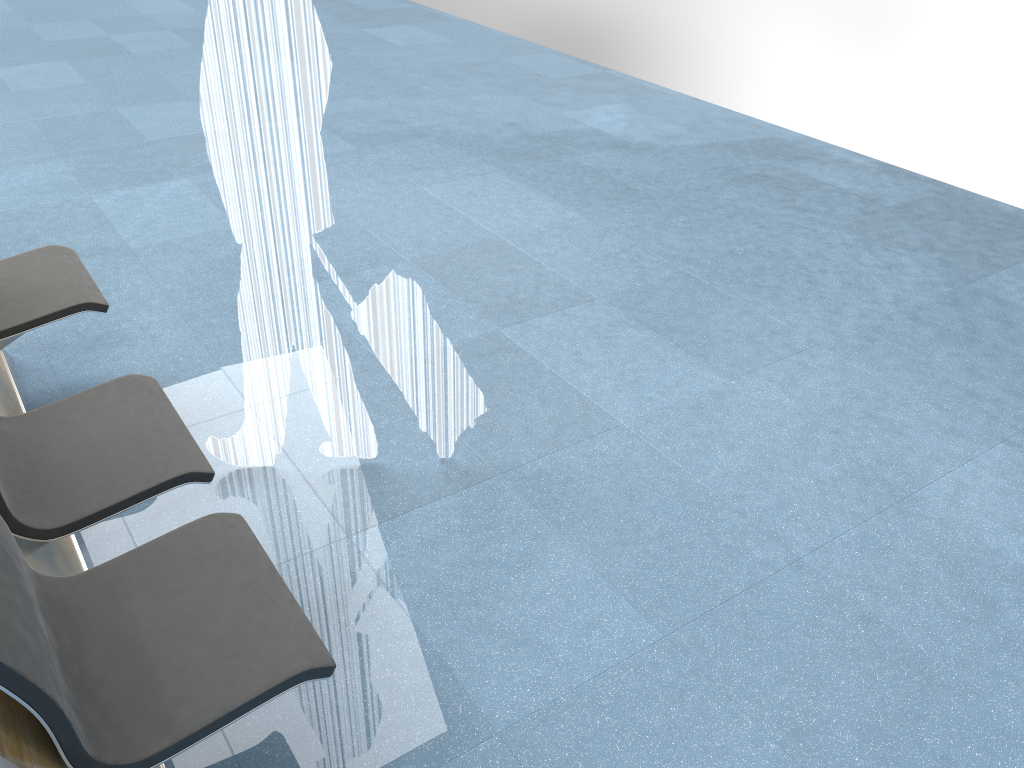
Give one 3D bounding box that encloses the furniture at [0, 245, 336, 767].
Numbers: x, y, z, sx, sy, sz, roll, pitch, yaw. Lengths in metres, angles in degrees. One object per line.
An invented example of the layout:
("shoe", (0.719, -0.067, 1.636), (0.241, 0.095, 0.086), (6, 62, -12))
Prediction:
("furniture", (-1.443, 0.153, 1.966), (1.301, 0.896, 2.281), (-19, 38, -29))
